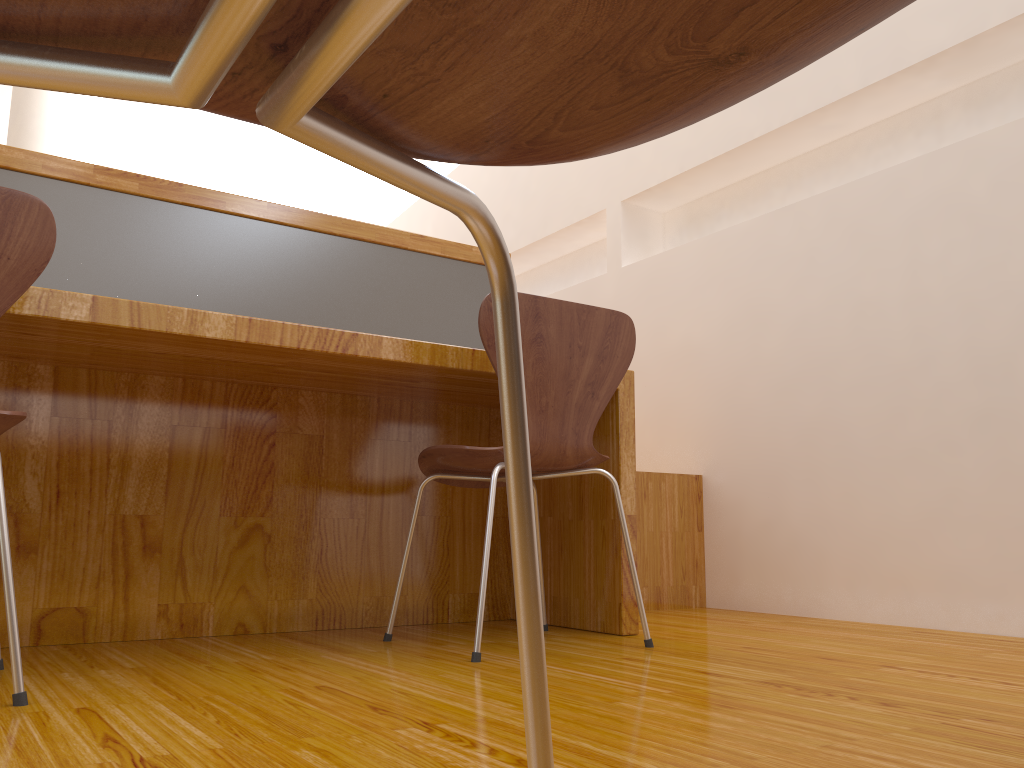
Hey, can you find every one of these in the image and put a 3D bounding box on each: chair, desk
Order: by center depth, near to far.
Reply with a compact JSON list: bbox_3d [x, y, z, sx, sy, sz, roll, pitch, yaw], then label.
[{"bbox_3d":[-0.047,-0.090,0.208,0.428,0.693,0.381,7,-12,-33],"label":"chair"},{"bbox_3d":[-0.901,0.084,1.237,0.428,0.693,0.381,7,-12,-33],"label":"chair"},{"bbox_3d":[-1.394,-0.010,1.723,3.216,1.022,1.248,7,-12,-33],"label":"desk"},{"bbox_3d":[0.010,0.199,1.878,0.428,0.693,0.381,7,-12,-33],"label":"chair"}]
